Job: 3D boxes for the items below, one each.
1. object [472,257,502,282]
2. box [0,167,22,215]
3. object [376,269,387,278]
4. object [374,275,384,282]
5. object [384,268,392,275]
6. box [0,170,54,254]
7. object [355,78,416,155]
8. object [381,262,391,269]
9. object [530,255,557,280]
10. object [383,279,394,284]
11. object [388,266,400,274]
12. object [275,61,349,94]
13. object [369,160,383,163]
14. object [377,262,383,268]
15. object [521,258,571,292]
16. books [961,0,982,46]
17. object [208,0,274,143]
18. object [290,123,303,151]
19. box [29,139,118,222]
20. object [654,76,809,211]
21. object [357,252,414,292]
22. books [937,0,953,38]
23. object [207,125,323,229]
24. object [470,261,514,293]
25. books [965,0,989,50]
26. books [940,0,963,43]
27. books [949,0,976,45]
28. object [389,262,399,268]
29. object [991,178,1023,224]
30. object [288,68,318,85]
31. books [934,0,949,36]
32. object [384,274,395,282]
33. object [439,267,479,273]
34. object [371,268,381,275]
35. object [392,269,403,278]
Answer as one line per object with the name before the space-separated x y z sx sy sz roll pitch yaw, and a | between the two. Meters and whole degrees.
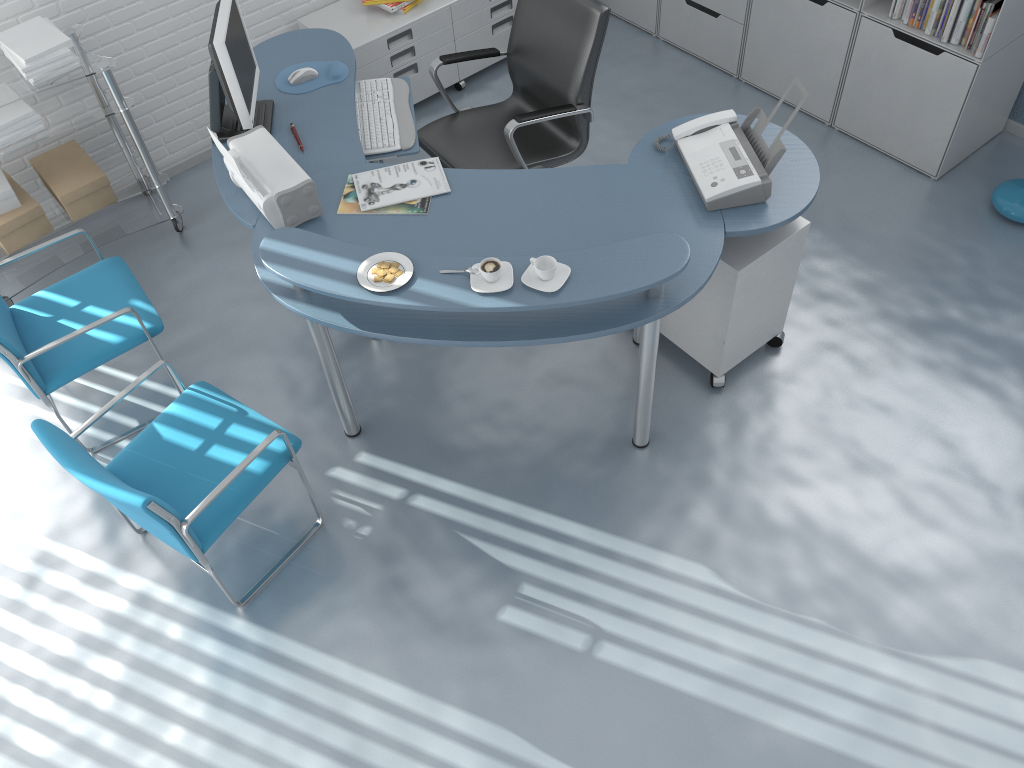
object | -0.063 -0.311 2.434 0.078 0.049 0.062 32 60 26
box | -2.091 -0.780 3.568 0.139 0.090 0.234 -30 55 -19
object | -0.365 -0.311 2.484 0.025 0.005 0.027 -30 55 -19
object | -0.372 -0.295 2.478 0.027 0.005 0.025 -5 51 1
object | -0.349 -0.316 2.493 0.027 0.005 0.025 27 58 24
box | -2.084 -0.710 3.654 0.207 0.133 0.347 -39 58 -24
object | -0.512 -1.014 3.329 0.276 0.028 0.478 -9 51 -3
object | -0.356 -0.335 2.503 0.025 0.005 0.027 3 51 7
object | 0.090 -0.317 2.427 0.062 0.049 0.078 -17 52 -9
object | -0.343 -0.292 2.473 0.025 0.005 0.027 15 54 16
object | -0.332 -0.320 2.489 0.027 0.005 0.025 33 61 27
object | -0.776 -1.200 3.415 0.285 0.026 0.213 -23 53 -14
object | -0.837 -1.044 4.016 0.471 0.422 0.199 -6 51 0
object | -0.367 -0.337 2.512 0.027 0.005 0.025 12 53 14
object | 0.094 -0.297 2.441 0.119 0.016 0.119 21 56 20
books | 1.865 -1.475 3.515 0.138 0.229 0.032 -35 57 -21
object | -0.996 -1.087 3.089 0.212 0.417 0.365 -7 51 -1
object | -0.766 -0.879 3.162 0.013 0.013 0.178 -20 52 -11
box | -1.859 -0.866 3.762 0.207 0.133 0.347 -34 56 -21
object | 0.696 -0.804 2.813 0.399 0.280 0.405 -10 51 -3
object | -0.355 -0.312 2.489 0.162 0.011 0.162 0 51 4
books | 1.794 -1.532 3.555 0.157 0.247 0.021 -35 57 -21
object | -0.809 -0.705 2.857 0.197 0.273 0.392 -30 55 -19
object | -0.055 -0.292 2.449 0.119 0.016 0.119 -4 51 1
books | 1.876 -1.445 3.510 0.157 0.198 0.022 -35 57 -21
books | 1.807 -1.493 3.563 0.173 0.184 0.032 -35 57 -21
books | 1.836 -1.483 3.540 0.157 0.203 0.040 -35 57 -21
object | -0.334 -0.335 2.507 0.027 0.005 0.025 11 53 13
object | 2.178 -1.025 3.403 0.357 0.972 0.312 18 55 18
object | -0.801 -1.186 3.396 0.115 0.035 0.054 -26 54 -16
books | 1.784 -1.530 3.582 0.155 0.203 0.017 -35 57 -21
object | -0.341 -0.297 2.471 0.025 0.005 0.027 22 56 21
object | -0.146 -0.317 2.472 0.119 0.021 0.025 3 51 7
object | -0.382 -0.318 2.498 0.027 0.005 0.025 -1 51 4
object | -0.320 -0.311 2.487 0.025 0.005 0.027 31 60 26
